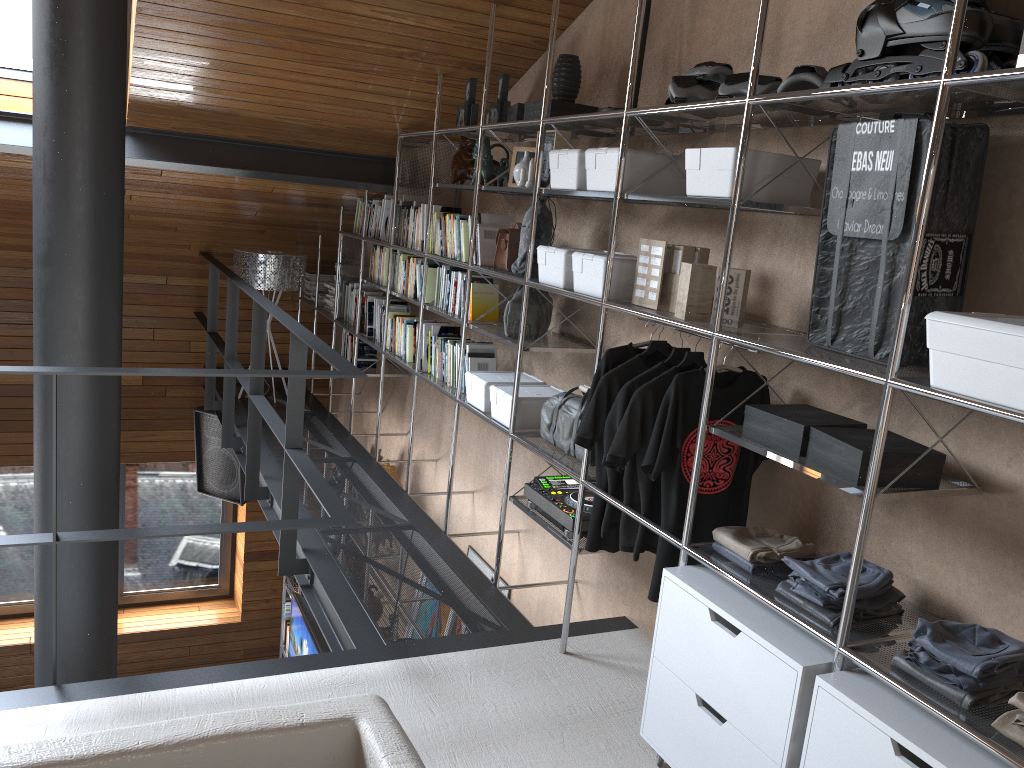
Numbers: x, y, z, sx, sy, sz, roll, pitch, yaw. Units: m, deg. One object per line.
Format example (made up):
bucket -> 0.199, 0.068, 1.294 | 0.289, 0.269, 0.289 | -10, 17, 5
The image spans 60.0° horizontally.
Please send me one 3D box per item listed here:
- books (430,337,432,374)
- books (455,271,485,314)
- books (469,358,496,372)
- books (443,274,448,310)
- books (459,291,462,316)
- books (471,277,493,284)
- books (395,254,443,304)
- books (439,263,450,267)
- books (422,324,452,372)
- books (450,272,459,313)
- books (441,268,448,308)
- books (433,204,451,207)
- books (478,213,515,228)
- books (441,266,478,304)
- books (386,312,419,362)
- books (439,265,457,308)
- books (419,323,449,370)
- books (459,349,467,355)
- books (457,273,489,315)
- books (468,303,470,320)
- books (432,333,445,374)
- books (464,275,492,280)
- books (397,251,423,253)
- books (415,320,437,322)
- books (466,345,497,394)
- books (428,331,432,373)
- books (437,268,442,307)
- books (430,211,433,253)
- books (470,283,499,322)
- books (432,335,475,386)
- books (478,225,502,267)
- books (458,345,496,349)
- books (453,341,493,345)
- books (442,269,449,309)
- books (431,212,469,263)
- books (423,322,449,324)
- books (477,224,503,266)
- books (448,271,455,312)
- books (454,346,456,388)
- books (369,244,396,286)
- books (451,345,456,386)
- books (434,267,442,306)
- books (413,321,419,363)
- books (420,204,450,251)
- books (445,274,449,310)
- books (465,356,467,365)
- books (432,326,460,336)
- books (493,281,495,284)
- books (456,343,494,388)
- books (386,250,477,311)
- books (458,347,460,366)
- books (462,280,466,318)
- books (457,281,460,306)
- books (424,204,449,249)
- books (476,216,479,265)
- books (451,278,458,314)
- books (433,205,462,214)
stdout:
books -> -0.341, -0.141, 4.374 | 0.131, 0.180, 0.042 | 0, 12, -26
books -> -0.186, -0.418, 4.108 | 0.146, 0.195, 0.023 | 1, 12, -25
books -> -0.134, -0.033, 3.977 | 0.130, 0.166, 0.046 | 1, 12, -25
books -> -0.259, -0.434, 4.222 | 0.130, 0.169, 0.010 | 1, 12, -25
books -> -0.174, -0.381, 4.059 | 0.128, 0.143, 0.009 | 1, 12, -25
books -> -0.145, -0.381, 3.967 | 0.129, 0.186, 0.050 | 1, 12, -25
books -> -0.460, -0.549, 4.604 | 0.139, 0.208, 0.494 | 0, 12, -26
books -> -0.271, -0.482, 4.352 | 0.207, 0.207, 0.010 | 1, 12, -25
books -> -0.372, -0.178, 4.410 | 0.148, 0.232, 0.053 | 1, 12, -25
books -> -0.210, -0.424, 4.136 | 0.148, 0.190, 0.013 | 1, 12, -25
books -> -0.263, -0.457, 4.275 | 0.148, 0.190, 0.013 | 1, 12, -25
books -> -0.383, -0.786, 4.484 | 0.143, 0.236, 0.062 | 0, 12, -26
books -> -0.064, -0.632, 3.863 | 0.177, 0.208, 0.082 | 0, 12, -26
books -> -0.247, -0.466, 4.295 | 0.192, 0.204, 0.012 | 1, 12, -25
books -> -0.565, -0.262, 4.820 | 0.139, 0.211, 0.467 | 0, 12, -26
books -> -0.256, -0.470, 4.302 | 0.191, 0.207, 0.012 | 1, 12, -25
books -> -0.393, -0.188, 4.452 | 0.148, 0.232, 0.053 | 1, 12, -25
books -> -0.166, -0.063, 4.061 | 0.160, 0.187, 0.060 | 1, 12, -25
books -> -0.177, -0.409, 4.079 | 0.148, 0.190, 0.013 | 1, 12, -25
books -> -0.133, -0.358, 3.960 | 0.131, 0.147, 0.045 | 1, 12, -25
books -> -0.326, -0.148, 4.366 | 0.137, 0.201, 0.047 | 0, 12, -26
books -> -0.163, -0.400, 4.047 | 0.129, 0.188, 0.010 | 1, 12, -25
books -> -0.575, -0.634, 4.936 | 0.143, 0.218, 0.020 | 1, 12, -25
books -> -0.453, -0.223, 4.626 | 0.117, 0.220, 0.054 | 1, 12, -25
books -> -0.138, -0.064, 3.998 | 0.143, 0.217, 0.066 | 1, 12, -25
books -> -0.342, -0.158, 4.400 | 0.149, 0.205, 0.049 | 0, 12, -26
books -> -0.274, -0.464, 4.311 | 0.169, 0.189, 0.018 | 1, 12, -25
books -> -0.336, -0.749, 4.397 | 0.149, 0.205, 0.049 | 0, 12, -26
books -> -0.123, -0.363, 3.946 | 0.129, 0.165, 0.056 | 1, 12, -25
books -> -0.275, -0.119, 4.253 | 0.136, 0.210, 0.273 | 1, 12, -25
books -> -0.091, -0.594, 3.830 | 0.112, 0.169, 0.068 | 1, 12, -25
books -> -0.161, -0.080, 4.106 | 0.192, 0.202, 0.055 | 0, 12, -25
books -> -0.185, -0.096, 4.164 | 0.207, 0.205, 0.053 | 1, 12, -25
books -> -0.252, -0.449, 4.250 | 0.160, 0.187, 0.021 | 1, 12, -25
books -> -0.241, -0.687, 4.142 | 0.139, 0.206, 0.498 | 0, 12, -26
books -> -0.390, -0.196, 4.487 | 0.143, 0.236, 0.062 | 0, 12, -26
books -> -0.090, -0.600, 3.842 | 0.117, 0.176, 0.074 | 1, 12, -25
books -> -0.219, -0.427, 4.145 | 0.148, 0.190, 0.013 | 1, 12, -25
books -> -0.189, -0.078, 4.122 | 0.169, 0.188, 0.058 | 1, 12, -25
books -> -0.724, -0.696, 5.182 | 0.130, 0.216, 0.311 | 0, 12, -26
books -> -0.215, -0.085, 4.139 | 0.148, 0.189, 0.053 | 1, 12, -25
books -> -0.301, -0.471, 4.328 | 0.148, 0.190, 0.013 | 1, 12, -25
books -> -0.438, -0.215, 4.613 | 0.155, 0.215, 0.055 | 1, 12, -25
books -> -0.386, -0.779, 4.450 | 0.148, 0.232, 0.053 | 1, 12, -25
books -> -0.241, -0.433, 4.215 | 0.146, 0.171, 0.018 | 1, 12, -25
books -> -0.146, -0.046, 4.015 | 0.148, 0.175, 0.046 | 1, 12, -25
books -> -0.330, -0.170, 4.392 | 0.148, 0.232, 0.053 | 1, 12, -25
books -> -0.135, -0.378, 3.989 | 0.115, 0.175, 0.053 | 1, 12, -25
books -> -0.170, -0.084, 4.113 | 0.191, 0.205, 0.055 | 0, 12, -25
books -> -0.451, -0.558, 4.631 | 0.138, 0.211, 1.041 | 1, 12, -25
books -> -0.178, -0.071, 4.086 | 0.148, 0.189, 0.053 | 1, 12, -25
books -> -0.155, -0.380, 4.011 | 0.148, 0.167, 0.053 | 1, 12, -25
books -> -0.179, -0.401, 4.096 | 0.148, 0.167, 0.014 | 0, 12, -26
books -> -0.365, -0.769, 4.407 | 0.148, 0.232, 0.053 | 1, 12, -25
books -> -0.079, -0.622, 3.865 | 0.161, 0.215, 0.092 | 1, 12, -25
books -> -0.207, -0.407, 4.124 | 0.143, 0.161, 0.019 | 1, 12, -25
books -> -0.323, -0.760, 4.390 | 0.148, 0.232, 0.053 | 1, 12, -25
